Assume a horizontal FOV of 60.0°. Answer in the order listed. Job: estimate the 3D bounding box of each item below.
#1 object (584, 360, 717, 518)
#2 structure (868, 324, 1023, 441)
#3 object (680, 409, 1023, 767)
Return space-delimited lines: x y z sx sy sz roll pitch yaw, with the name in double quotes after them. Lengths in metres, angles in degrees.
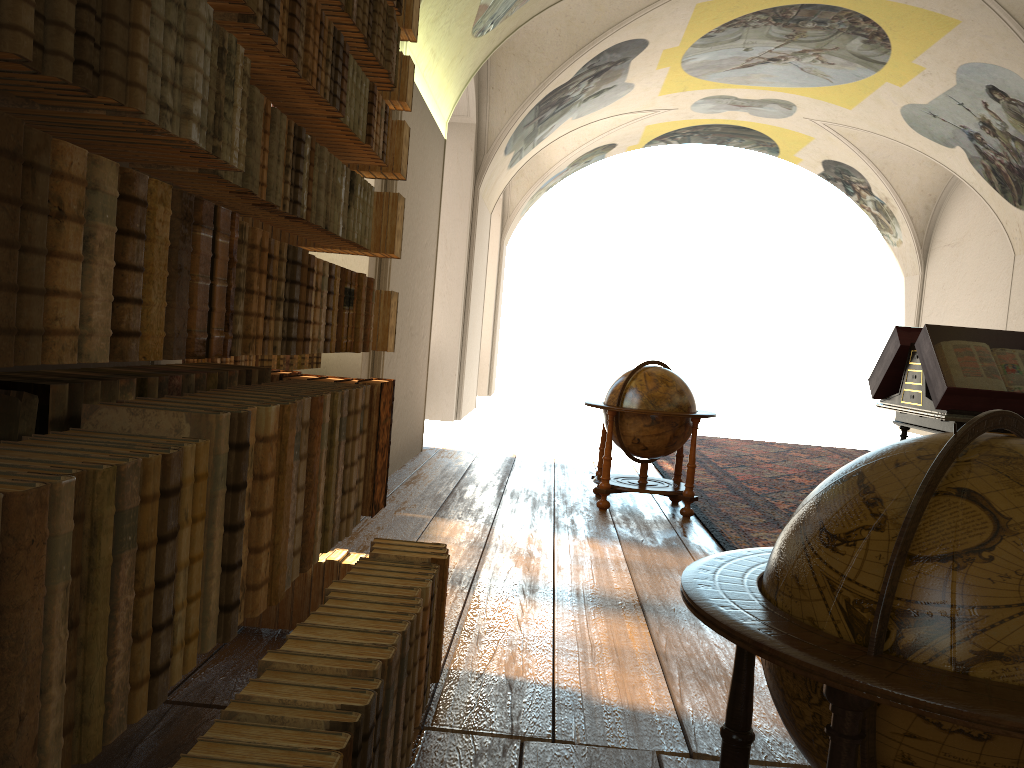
1.324 0.488 8.673 1.277 1.450 1.279 8 4 40 "object"
4.272 0.482 8.367 1.245 1.984 1.889 5 3 2 "structure"
1.003 0.777 1.990 1.279 1.450 1.277 2 4 -35 "object"
